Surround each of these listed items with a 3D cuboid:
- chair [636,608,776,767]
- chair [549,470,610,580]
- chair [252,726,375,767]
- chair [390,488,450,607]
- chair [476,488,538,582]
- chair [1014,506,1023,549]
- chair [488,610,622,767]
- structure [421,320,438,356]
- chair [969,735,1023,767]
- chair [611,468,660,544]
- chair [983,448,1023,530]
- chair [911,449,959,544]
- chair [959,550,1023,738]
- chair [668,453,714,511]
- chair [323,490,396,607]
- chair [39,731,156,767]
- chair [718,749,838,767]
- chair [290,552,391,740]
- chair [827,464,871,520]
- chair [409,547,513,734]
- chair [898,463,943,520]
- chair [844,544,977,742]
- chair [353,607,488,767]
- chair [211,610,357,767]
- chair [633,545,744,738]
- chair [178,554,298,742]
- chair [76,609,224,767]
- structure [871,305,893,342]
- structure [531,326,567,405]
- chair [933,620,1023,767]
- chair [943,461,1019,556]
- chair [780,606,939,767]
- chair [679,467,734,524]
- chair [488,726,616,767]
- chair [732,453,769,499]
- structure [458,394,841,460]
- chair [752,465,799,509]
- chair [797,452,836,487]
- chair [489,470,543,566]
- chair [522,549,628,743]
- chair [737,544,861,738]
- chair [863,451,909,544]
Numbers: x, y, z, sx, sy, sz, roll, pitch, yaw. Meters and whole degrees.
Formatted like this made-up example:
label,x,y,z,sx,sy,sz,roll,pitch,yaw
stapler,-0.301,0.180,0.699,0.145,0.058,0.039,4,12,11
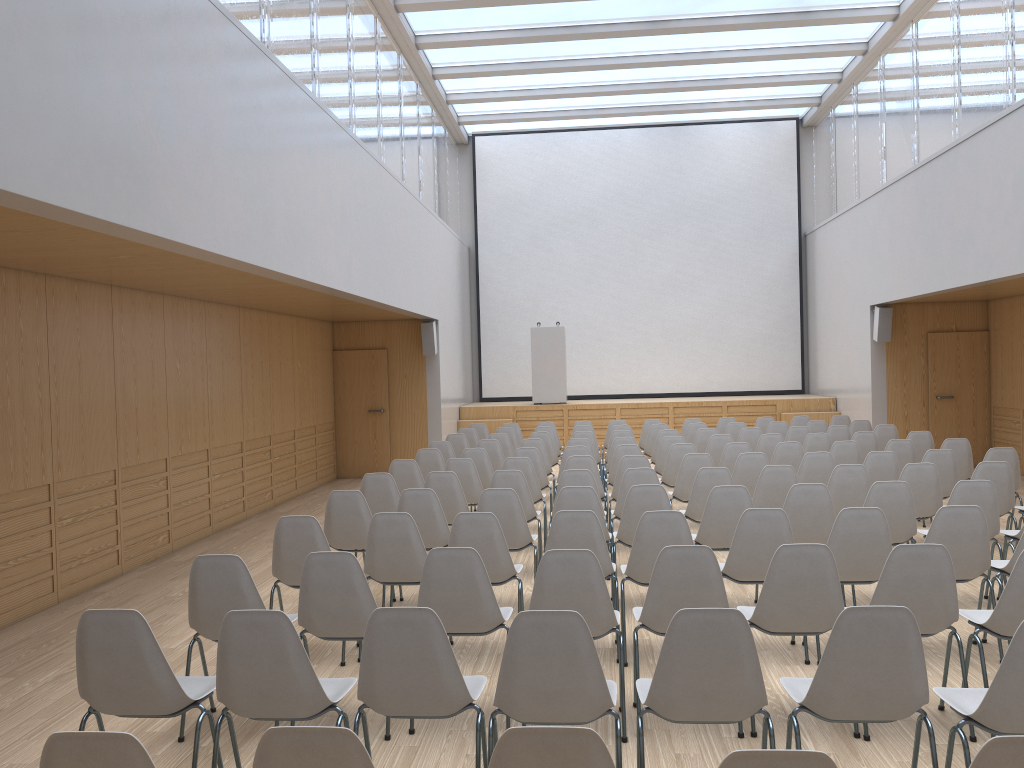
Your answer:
label,x,y,z,sx,sy,sz,roll,pitch,yaw
chair,0.684,1.171,3.184,0.479,0.876,0.505,-1,1,5
chair,0.538,1.100,7.170,0.479,0.876,0.505,-1,1,5
chair,-0.433,1.219,2.297,0.479,0.876,0.505,-1,1,5
chair,-0.610,1.148,6.327,0.479,0.876,0.505,-1,1,5
chair,-0.056,1.134,6.219,0.479,0.876,0.505,-1,1,5
chair,4.174,1.004,6.849,0.479,0.876,0.505,-1,1,5
chair,0.155,1.185,3.211,0.479,0.876,0.505,-1,1,5
structure,-1.278,-0.713,13.739,0.196,0.542,0.368,-1,1,5
chair,1.152,1.178,2.139,0.479,0.876,0.505,-1,1,5
chair,1.033,1.086,7.167,0.479,0.876,0.505,-1,1,5
chair,4.265,0.981,7.913,0.479,0.876,0.505,-1,1,5
chair,3.739,0.996,7.931,0.479,0.876,0.505,-1,1,5
chair,2.313,1.110,4.003,0.479,0.876,0.505,-1,1,5
chair,1.679,1.050,8.132,0.479,0.876,0.505,-1,1,5
chair,-1.111,1.161,6.353,0.479,0.876,0.505,-1,1,5
chair,-0.936,1.233,2.304,0.479,0.876,0.505,-1,1,5
chair,0.589,1.194,2.106,0.479,0.876,0.505,-1,1,5
chair,-0.788,1.192,4.277,0.479,0.876,0.505,-1,1,5
chair,2.608,1.045,7.008,0.479,0.876,0.505,-1,1,5
chair,-0.236,1.176,4.297,0.479,0.876,0.505,-1,1,5
chair,3.131,1.031,6.982,0.479,0.876,0.505,-1,1,5
chair,1.796,1.123,4.089,0.479,0.876,0.505,-1,1,5
chair,-0.339,1.197,3.302,0.479,0.876,0.505,-1,1,5
chair,-0.851,1.211,3.320,0.479,0.876,0.505,-1,1,5
chair,0.810,1.148,4.194,0.479,0.876,0.505,-1,1,5
chair,-1.302,1.206,4.281,0.479,0.876,0.505,-1,1,5
chair,-1.380,1.225,3.385,0.479,0.876,0.505,-1,1,5
structure,5.486,-0.892,13.141,0.196,0.542,0.368,-1,1,5
structure,0.676,-0.330,16.050,0.605,1.379,0.605,-1,1,5
chair,1.738,1.145,3.008,0.479,0.876,0.505,-1,1,5
chair,3.670,1.016,6.952,0.479,0.876,0.505,-1,1,5
chair,1.225,1.156,3.154,0.479,0.876,0.505,-1,1,5
chair,1.585,1.072,7.078,0.479,0.876,0.505,-1,1,5
chair,0.120,1.204,2.258,0.479,0.876,0.505,-1,1,5
chair,2.152,1.038,8.072,0.479,0.876,0.505,-1,1,5
structure,2.390,0.824,16.149,6.552,1.027,2.728,-2,1,5
chair,2.090,1.058,7.102,0.479,0.876,0.505,-1,1,5
chair,2.701,1.024,7.983,0.479,0.876,0.505,-1,1,5
chair,0.002,1.113,7.277,0.479,0.876,0.505,-1,1,5
chair,0.285,1.163,4.182,0.479,0.876,0.505,-1,1,5
chair,1.317,1.135,4.159,0.479,0.876,0.505,-1,1,5
chair,3.217,1.011,7.896,0.479,0.876,0.505,-1,1,5
